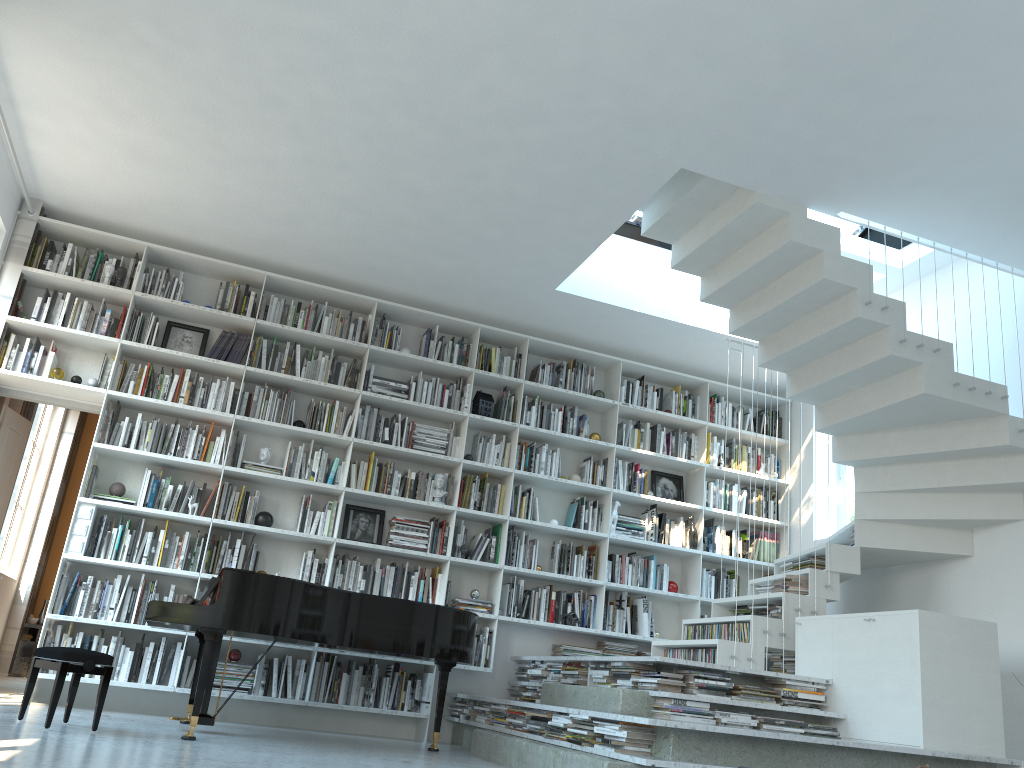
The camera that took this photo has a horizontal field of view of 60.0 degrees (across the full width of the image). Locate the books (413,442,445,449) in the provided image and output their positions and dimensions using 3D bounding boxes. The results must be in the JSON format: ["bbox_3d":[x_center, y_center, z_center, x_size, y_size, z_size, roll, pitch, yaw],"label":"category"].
[{"bbox_3d":[-0.656,0.492,6.853,0.254,0.012,0.161,12,-20,-15],"label":"books"}]

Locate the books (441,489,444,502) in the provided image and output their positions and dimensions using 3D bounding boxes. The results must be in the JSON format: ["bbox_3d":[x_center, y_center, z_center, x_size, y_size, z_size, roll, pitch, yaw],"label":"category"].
[{"bbox_3d":[-0.554,0.832,6.790,0.025,0.258,0.131,13,-20,-17],"label":"books"}]

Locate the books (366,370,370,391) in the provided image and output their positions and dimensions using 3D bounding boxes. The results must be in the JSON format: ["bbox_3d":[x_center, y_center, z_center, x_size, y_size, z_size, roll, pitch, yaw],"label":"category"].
[{"bbox_3d":[-1.126,0.015,6.812,0.013,0.217,0.141,13,-20,-17],"label":"books"}]

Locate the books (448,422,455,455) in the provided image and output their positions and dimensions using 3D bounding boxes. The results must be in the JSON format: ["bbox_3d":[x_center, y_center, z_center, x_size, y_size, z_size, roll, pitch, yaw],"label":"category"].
[{"bbox_3d":[-0.491,0.465,6.926,0.012,0.317,0.140,13,-20,-17],"label":"books"}]

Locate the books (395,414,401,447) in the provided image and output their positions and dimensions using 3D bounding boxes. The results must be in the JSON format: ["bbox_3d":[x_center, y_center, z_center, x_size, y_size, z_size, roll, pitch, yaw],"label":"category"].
[{"bbox_3d":[-0.880,0.389,6.795,0.049,0.290,0.162,13,-20,-17],"label":"books"}]

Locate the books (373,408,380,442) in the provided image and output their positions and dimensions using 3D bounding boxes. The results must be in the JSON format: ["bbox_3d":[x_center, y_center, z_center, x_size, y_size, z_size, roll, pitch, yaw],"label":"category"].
[{"bbox_3d":[-1.050,0.345,6.740,0.011,0.299,0.180,13,-20,-17],"label":"books"}]

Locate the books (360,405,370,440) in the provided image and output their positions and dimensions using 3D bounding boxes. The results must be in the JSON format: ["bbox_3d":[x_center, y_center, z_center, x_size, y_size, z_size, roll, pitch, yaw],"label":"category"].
[{"bbox_3d":[-1.130,0.327,6.712,0.026,0.296,0.179,13,-20,-17],"label":"books"}]

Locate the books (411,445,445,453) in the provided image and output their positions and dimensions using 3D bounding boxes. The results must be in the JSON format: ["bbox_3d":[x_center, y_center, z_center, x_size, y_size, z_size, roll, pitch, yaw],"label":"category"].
[{"bbox_3d":[-0.659,0.515,6.848,0.254,0.012,0.161,13,-20,-18],"label":"books"}]

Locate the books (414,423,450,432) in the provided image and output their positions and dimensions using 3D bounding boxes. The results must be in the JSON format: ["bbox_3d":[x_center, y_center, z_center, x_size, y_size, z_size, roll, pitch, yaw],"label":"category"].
[{"bbox_3d":[-0.640,0.354,6.900,0.285,0.012,0.160,12,-20,-15],"label":"books"}]

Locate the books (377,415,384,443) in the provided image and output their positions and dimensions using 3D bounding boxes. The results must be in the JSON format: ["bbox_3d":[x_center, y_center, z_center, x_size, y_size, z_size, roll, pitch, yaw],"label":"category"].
[{"bbox_3d":[-1.018,0.376,6.742,0.014,0.249,0.173,13,-20,-17],"label":"books"}]

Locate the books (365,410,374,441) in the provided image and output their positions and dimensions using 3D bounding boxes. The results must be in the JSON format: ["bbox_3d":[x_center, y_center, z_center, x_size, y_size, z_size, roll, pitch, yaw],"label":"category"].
[{"bbox_3d":[-1.092,0.348,6.712,0.025,0.265,0.186,13,-20,-17],"label":"books"}]

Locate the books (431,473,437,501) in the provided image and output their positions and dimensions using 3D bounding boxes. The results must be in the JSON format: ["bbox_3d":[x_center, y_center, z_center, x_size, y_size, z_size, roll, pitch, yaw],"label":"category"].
[{"bbox_3d":[-0.606,0.822,6.784,0.014,0.262,0.135,13,-20,-17],"label":"books"}]

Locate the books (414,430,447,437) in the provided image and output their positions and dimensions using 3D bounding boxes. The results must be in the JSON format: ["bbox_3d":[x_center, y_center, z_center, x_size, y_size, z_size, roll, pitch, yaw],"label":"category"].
[{"bbox_3d":[-0.643,0.399,6.878,0.254,0.012,0.161,11,-20,-12],"label":"books"}]

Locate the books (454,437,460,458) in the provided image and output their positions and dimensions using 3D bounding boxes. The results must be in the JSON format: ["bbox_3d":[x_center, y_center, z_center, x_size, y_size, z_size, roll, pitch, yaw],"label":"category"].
[{"bbox_3d":[-0.451,0.529,6.925,0.030,0.204,0.159,13,-20,-17],"label":"books"}]

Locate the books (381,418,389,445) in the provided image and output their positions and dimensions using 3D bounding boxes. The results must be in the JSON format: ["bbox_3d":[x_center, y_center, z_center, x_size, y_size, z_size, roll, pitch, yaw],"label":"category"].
[{"bbox_3d":[-0.968,0.392,6.751,0.066,0.236,0.154,13,-20,-17],"label":"books"}]

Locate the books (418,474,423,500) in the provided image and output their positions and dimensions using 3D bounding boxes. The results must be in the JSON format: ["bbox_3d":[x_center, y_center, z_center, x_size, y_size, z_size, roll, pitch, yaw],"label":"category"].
[{"bbox_3d":[-0.725,0.812,6.744,0.025,0.229,0.143,13,-20,-17],"label":"books"}]

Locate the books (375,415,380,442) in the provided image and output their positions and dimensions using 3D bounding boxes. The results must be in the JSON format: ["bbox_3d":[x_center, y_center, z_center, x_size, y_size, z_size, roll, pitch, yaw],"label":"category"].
[{"bbox_3d":[-1.043,0.370,6.738,0.011,0.251,0.153,13,-20,-17],"label":"books"}]

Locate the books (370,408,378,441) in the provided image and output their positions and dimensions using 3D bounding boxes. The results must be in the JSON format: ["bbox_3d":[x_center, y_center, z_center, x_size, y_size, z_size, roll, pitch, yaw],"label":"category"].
[{"bbox_3d":[-1.071,0.345,6.740,0.029,0.294,0.151,13,-20,-17],"label":"books"}]

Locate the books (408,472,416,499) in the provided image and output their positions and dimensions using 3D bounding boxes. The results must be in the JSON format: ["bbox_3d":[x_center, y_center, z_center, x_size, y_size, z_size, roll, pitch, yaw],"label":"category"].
[{"bbox_3d":[-0.779,0.793,6.698,0.029,0.223,0.186,13,-20,-17],"label":"books"}]

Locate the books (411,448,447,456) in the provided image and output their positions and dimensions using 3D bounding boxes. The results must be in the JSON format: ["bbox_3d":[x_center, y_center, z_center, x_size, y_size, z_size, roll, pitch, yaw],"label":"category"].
[{"bbox_3d":[-0.662,0.539,6.840,0.285,0.012,0.160,12,-20,-16],"label":"books"}]

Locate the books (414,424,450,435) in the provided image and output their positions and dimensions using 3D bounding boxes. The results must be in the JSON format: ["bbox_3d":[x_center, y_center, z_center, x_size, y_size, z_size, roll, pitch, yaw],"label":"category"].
[{"bbox_3d":[-0.639,0.363,6.890,0.285,0.012,0.160,15,-21,-22],"label":"books"}]

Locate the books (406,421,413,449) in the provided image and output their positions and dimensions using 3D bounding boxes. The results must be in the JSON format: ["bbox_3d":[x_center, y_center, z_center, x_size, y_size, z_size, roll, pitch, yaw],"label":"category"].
[{"bbox_3d":[-0.808,0.425,6.804,0.015,0.244,0.183,13,-20,-17],"label":"books"}]

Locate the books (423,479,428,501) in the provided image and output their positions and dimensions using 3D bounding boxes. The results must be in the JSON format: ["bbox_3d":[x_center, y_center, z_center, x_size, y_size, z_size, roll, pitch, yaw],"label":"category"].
[{"bbox_3d":[-0.680,0.832,6.752,0.022,0.206,0.114,13,-20,-17],"label":"books"}]

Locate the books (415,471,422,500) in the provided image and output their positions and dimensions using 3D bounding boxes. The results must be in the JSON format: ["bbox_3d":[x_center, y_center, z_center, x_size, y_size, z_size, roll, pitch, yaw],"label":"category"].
[{"bbox_3d":[-0.728,0.791,6.708,0.012,0.244,0.186,13,-20,-17],"label":"books"}]

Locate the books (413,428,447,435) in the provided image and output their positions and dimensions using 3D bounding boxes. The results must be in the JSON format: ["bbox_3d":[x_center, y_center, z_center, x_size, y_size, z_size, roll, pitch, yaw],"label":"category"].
[{"bbox_3d":[-0.644,0.388,6.888,0.254,0.012,0.161,12,-20,-15],"label":"books"}]

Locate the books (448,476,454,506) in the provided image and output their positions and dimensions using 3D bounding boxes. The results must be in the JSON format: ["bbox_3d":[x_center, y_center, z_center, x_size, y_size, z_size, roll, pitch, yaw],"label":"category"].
[{"bbox_3d":[-0.487,0.850,6.825,0.023,0.263,0.107,13,-20,-17],"label":"books"}]

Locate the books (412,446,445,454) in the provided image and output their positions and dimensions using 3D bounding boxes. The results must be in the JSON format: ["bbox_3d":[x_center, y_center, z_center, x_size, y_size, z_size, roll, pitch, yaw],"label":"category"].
[{"bbox_3d":[-0.661,0.528,6.846,0.254,0.012,0.161,13,-20,-17],"label":"books"}]

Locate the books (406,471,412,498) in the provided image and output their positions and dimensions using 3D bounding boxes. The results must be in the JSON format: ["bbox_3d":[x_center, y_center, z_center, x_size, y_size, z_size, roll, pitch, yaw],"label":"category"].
[{"bbox_3d":[-0.800,0.787,6.704,0.010,0.233,0.175,13,-20,-17],"label":"books"}]

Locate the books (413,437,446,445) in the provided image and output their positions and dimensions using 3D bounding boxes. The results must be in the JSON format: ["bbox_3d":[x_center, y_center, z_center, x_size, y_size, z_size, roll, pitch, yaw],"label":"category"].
[{"bbox_3d":[-0.653,0.459,6.867,0.254,0.012,0.161,12,-20,-16],"label":"books"}]

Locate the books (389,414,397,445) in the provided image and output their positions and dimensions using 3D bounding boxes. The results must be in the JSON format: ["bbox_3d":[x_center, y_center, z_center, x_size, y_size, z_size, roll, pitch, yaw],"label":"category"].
[{"bbox_3d":[-0.929,0.382,6.783,0.022,0.284,0.131,13,-20,-17],"label":"books"}]

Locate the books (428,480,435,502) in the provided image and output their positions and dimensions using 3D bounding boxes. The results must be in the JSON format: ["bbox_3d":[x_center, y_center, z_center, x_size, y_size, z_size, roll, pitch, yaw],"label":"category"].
[{"bbox_3d":[-0.629,0.843,6.759,0.035,0.200,0.149,13,-20,-17],"label":"books"}]

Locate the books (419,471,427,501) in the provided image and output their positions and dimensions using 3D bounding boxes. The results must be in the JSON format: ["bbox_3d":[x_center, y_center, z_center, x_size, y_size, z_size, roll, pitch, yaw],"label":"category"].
[{"bbox_3d":[-0.693,0.799,6.739,0.025,0.257,0.151,13,-20,-17],"label":"books"}]

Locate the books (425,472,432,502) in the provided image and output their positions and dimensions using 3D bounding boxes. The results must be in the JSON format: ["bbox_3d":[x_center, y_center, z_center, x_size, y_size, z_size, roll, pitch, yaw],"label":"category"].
[{"bbox_3d":[-0.654,0.811,6.761,0.024,0.258,0.127,13,-20,-17],"label":"books"}]

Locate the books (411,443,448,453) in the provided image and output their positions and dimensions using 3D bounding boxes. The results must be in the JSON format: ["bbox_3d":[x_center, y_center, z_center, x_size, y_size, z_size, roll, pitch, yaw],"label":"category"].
[{"bbox_3d":[-0.656,0.503,6.847,0.285,0.012,0.160,14,-20,-20],"label":"books"}]

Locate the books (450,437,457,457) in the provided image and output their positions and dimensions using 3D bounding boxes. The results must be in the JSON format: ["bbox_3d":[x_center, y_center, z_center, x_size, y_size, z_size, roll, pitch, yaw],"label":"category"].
[{"bbox_3d":[-0.477,0.525,6.910,0.030,0.198,0.172,13,-20,-17],"label":"books"}]

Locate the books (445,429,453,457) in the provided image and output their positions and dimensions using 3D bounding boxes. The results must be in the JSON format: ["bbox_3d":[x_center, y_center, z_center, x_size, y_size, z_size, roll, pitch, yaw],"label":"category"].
[{"bbox_3d":[-0.501,0.488,6.898,0.012,0.253,0.161,13,-20,-17],"label":"books"}]

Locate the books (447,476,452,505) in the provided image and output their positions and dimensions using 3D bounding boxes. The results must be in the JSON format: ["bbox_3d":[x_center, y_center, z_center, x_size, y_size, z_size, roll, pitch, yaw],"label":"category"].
[{"bbox_3d":[-0.502,0.846,6.813,0.014,0.260,0.137,13,-20,-17],"label":"books"}]

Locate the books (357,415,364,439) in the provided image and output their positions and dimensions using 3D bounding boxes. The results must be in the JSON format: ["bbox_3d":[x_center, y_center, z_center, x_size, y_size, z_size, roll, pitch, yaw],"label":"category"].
[{"bbox_3d":[-1.164,0.359,6.709,0.027,0.227,0.147,13,-20,-17],"label":"books"}]

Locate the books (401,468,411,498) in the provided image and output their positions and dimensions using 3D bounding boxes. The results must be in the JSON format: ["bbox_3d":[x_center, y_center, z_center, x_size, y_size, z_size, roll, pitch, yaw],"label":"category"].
[{"bbox_3d":[-0.811,0.774,6.708,0.014,0.257,0.162,13,-20,-17],"label":"books"}]

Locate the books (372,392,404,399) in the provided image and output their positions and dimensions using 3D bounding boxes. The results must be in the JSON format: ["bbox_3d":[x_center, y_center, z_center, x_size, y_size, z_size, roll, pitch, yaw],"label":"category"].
[{"bbox_3d":[-0.967,0.114,6.839,0.254,0.012,0.161,11,-20,-12],"label":"books"}]

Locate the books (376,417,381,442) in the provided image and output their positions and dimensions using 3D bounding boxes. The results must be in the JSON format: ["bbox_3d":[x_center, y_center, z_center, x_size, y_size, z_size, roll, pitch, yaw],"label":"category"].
[{"bbox_3d":[-1.033,0.382,6.739,0.014,0.232,0.147,13,-20,-17],"label":"books"}]

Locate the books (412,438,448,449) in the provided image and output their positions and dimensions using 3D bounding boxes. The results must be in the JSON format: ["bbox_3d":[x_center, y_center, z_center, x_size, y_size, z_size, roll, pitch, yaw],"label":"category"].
[{"bbox_3d":[-0.654,0.470,6.863,0.285,0.012,0.160,12,-20,-16],"label":"books"}]

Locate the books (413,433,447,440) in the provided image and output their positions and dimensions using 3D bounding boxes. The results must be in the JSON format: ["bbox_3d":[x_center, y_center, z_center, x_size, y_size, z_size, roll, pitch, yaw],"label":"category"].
[{"bbox_3d":[-0.648,0.424,6.876,0.254,0.012,0.161,12,-20,-15],"label":"books"}]

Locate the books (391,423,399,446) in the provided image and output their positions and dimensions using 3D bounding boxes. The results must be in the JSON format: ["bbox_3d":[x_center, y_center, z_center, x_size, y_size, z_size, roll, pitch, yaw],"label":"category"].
[{"bbox_3d":[-0.909,0.417,6.773,0.024,0.216,0.148,13,-20,-17],"label":"books"}]

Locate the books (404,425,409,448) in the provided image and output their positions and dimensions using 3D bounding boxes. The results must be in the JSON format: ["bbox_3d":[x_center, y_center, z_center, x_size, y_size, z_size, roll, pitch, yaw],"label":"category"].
[{"bbox_3d":[-0.831,0.436,6.802,0.024,0.215,0.132,13,-20,-17],"label":"books"}]

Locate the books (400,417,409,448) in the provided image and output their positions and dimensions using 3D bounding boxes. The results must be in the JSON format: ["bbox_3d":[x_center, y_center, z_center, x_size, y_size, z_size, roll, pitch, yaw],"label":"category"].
[{"bbox_3d":[-0.844,0.402,6.789,0.021,0.268,0.192,13,-20,-17],"label":"books"}]

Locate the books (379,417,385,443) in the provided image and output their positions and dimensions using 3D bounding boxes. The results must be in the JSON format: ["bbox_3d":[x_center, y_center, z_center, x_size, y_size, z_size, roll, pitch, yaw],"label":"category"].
[{"bbox_3d":[-1.007,0.384,6.745,0.011,0.238,0.148,13,-20,-17],"label":"books"}]

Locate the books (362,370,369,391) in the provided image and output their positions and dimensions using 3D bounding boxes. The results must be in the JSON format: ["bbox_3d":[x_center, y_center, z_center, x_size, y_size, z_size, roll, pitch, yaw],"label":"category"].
[{"bbox_3d":[-1.141,0.015,6.791,0.027,0.200,0.168,13,-20,-17],"label":"books"}]

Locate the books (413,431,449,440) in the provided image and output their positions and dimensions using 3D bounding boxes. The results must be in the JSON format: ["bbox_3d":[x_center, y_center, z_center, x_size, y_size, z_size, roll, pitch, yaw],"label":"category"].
[{"bbox_3d":[-0.648,0.413,6.883,0.285,0.012,0.160,13,-20,-18],"label":"books"}]

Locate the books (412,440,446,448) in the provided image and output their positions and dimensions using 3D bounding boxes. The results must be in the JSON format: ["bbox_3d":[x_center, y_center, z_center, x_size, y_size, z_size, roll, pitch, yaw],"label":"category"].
[{"bbox_3d":[-0.654,0.481,6.857,0.254,0.012,0.161,13,-20,-19],"label":"books"}]

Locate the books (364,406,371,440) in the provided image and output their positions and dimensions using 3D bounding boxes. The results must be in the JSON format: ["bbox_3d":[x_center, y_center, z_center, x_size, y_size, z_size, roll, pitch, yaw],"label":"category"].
[{"bbox_3d":[-1.117,0.329,6.737,0.014,0.312,0.134,13,-20,-17],"label":"books"}]

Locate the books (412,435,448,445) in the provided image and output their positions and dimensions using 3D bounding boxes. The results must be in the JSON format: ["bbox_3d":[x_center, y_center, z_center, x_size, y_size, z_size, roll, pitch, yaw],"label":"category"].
[{"bbox_3d":[-0.650,0.446,6.866,0.285,0.012,0.160,12,-20,-14],"label":"books"}]

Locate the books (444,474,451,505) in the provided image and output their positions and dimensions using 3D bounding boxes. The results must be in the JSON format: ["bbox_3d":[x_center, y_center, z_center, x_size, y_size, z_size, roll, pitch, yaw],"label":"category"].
[{"bbox_3d":[-0.511,0.837,6.798,0.014,0.265,0.154,13,-20,-17],"label":"books"}]

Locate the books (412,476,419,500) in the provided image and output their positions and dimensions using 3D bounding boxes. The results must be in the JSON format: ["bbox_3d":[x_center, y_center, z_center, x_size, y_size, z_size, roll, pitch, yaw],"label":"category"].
[{"bbox_3d":[-0.754,0.811,6.704,0.029,0.199,0.179,13,-20,-17],"label":"books"}]

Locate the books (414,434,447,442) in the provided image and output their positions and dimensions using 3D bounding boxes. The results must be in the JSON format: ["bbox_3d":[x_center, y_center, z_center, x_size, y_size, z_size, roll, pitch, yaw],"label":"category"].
[{"bbox_3d":[-0.649,0.435,6.870,0.254,0.012,0.161,14,-20,-20],"label":"books"}]

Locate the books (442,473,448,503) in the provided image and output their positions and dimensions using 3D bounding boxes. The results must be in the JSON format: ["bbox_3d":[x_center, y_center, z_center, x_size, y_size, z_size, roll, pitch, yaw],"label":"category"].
[{"bbox_3d":[-0.534,0.831,6.810,0.025,0.278,0.108,13,-20,-17],"label":"books"}]

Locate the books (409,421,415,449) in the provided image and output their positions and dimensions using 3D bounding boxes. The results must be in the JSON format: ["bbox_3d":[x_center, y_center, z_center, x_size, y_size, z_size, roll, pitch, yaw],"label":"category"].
[{"bbox_3d":[-0.791,0.423,6.798,0.013,0.246,0.177,13,-20,-17],"label":"books"}]

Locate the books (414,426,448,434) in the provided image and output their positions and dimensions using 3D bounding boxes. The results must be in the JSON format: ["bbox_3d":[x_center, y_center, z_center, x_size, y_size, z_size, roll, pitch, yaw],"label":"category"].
[{"bbox_3d":[-0.644,0.378,6.896,0.254,0.012,0.161,13,-20,-17],"label":"books"}]

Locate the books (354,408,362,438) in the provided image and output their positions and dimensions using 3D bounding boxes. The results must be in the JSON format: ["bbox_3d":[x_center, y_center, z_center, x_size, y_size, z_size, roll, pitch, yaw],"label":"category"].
[{"bbox_3d":[-1.181,0.331,6.693,0.026,0.266,0.171,13,-20,-17],"label":"books"}]
